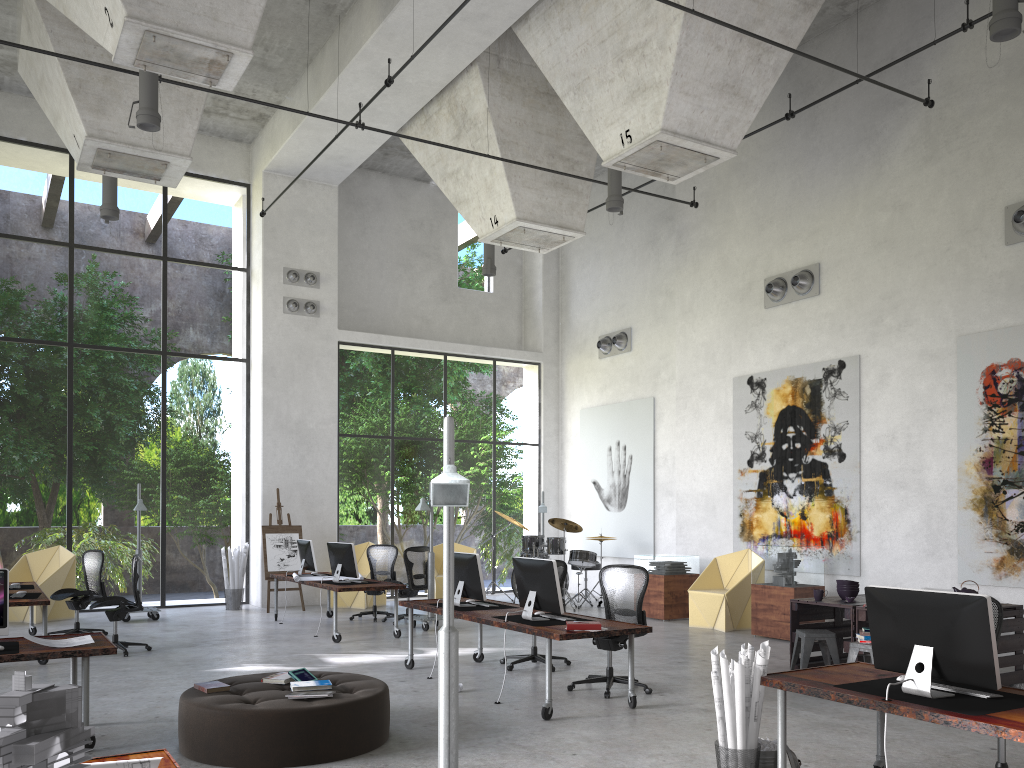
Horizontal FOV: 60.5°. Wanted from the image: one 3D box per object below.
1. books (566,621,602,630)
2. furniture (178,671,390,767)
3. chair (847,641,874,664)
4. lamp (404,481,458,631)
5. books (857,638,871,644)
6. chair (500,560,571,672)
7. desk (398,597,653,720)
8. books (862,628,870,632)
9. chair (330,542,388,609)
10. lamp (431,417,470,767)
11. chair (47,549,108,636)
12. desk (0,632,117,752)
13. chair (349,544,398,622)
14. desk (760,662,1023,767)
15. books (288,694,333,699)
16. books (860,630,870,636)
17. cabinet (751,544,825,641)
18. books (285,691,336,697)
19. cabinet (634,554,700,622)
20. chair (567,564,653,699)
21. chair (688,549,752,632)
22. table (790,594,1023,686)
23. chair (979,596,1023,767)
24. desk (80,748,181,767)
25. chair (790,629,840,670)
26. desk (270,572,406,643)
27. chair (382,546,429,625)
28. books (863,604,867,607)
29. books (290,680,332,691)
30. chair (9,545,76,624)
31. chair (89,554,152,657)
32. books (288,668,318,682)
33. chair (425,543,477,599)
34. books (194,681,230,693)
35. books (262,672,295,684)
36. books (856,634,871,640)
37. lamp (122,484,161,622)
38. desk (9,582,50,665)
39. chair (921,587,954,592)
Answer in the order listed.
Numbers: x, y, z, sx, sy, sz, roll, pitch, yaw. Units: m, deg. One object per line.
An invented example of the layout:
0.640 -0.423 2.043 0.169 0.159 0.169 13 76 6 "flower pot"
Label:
0.592 2.002 7.277 0.285 0.052 0.204 0 -8 1 "books"
-1.664 2.445 6.500 1.511 0.426 1.520 4 -9 -29 "furniture"
3.325 2.619 8.049 0.438 0.487 0.422 3 -5 -36 "chair"
-1.181 2.498 12.831 0.597 2.146 0.580 1 -1 -31 "lamp"
3.335 2.357 8.066 0.284 0.035 0.199 -2 -9 15 "books"
0.222 2.506 9.623 0.794 1.181 0.773 -3 -4 43 "chair"
-0.037 2.568 8.488 0.976 0.720 3.152 3 -9 -31 "desk"
3.335 2.262 8.068 0.204 0.025 0.145 -2 -9 15 "books"
-2.794 3.456 15.934 0.980 1.165 0.940 -1 -4 18 "chair"
-0.313 1.235 4.303 0.579 2.146 0.598 0 -1 -6 "lamp"
-5.794 2.816 11.760 0.771 1.181 0.797 -1 -3 23 "chair"
-4.385 2.167 5.825 3.136 0.721 0.980 5 -7 -31 "desk"
-2.148 3.149 13.971 0.770 1.181 0.797 0 -3 8 "chair"
2.639 1.916 4.076 0.966 0.720 3.153 3 -9 -31 "desk"
-1.412 2.178 6.139 0.300 0.031 0.222 2 -9 -16 "books"
3.331 2.291 8.070 0.254 0.032 0.176 -3 -9 20 "books"
3.716 2.805 11.844 0.595 1.251 0.746 1 -3 -31 "cabinet"
-1.410 2.175 6.166 0.301 0.040 0.222 0 -8 4 "books"
2.490 3.265 14.149 0.744 1.010 0.738 2 -4 -31 "cabinet"
0.962 2.316 8.339 0.771 1.181 0.796 -1 -3 28 "chair"
3.195 3.026 12.988 0.936 1.165 0.984 2 -4 -33 "chair"
3.952 2.597 8.875 1.509 0.791 1.612 4 -8 -31 "table"
2.893 1.848 5.169 0.772 1.181 0.795 3 -4 -42 "chair"
-1.002 1.595 1.947 0.976 0.720 3.152 3 -9 -31 "desk"
3.057 2.736 8.842 0.420 0.487 0.440 0 -4 4 "chair"
-2.610 3.205 12.799 0.976 0.720 3.152 3 -9 -31 "desk"
-1.615 3.085 13.535 0.793 1.181 0.774 -1 -3 23 "chair"
3.556 2.128 8.474 0.305 0.030 0.225 -4 -9 26 "books"
-1.473 2.210 6.440 0.285 0.033 0.199 3 -9 -18 "books"
-7.445 3.135 13.812 0.979 1.165 0.940 -1 -4 15 "chair"
-4.747 2.636 10.544 0.794 1.181 0.773 3 -4 -42 "chair"
-1.587 2.228 6.679 0.205 0.102 0.145 -7 -9 44 "books"
-1.108 3.515 16.312 0.979 1.165 0.940 1 -4 -11 "chair"
-2.191 2.213 6.417 0.175 0.032 0.256 7 -11 -39 "books"
-1.755 2.252 6.732 0.197 0.035 0.287 -2 -9 15 "books"
3.335 2.323 8.066 0.284 0.033 0.199 0 -8 0 "books"
-5.870 2.639 13.811 0.580 2.146 0.597 1 -1 -31 "lamp"
-6.252 2.884 10.670 0.966 0.720 3.153 3 -9 -31 "desk"
4.766 2.754 9.997 0.696 0.816 0.775 -4 -6 44 "chair"
